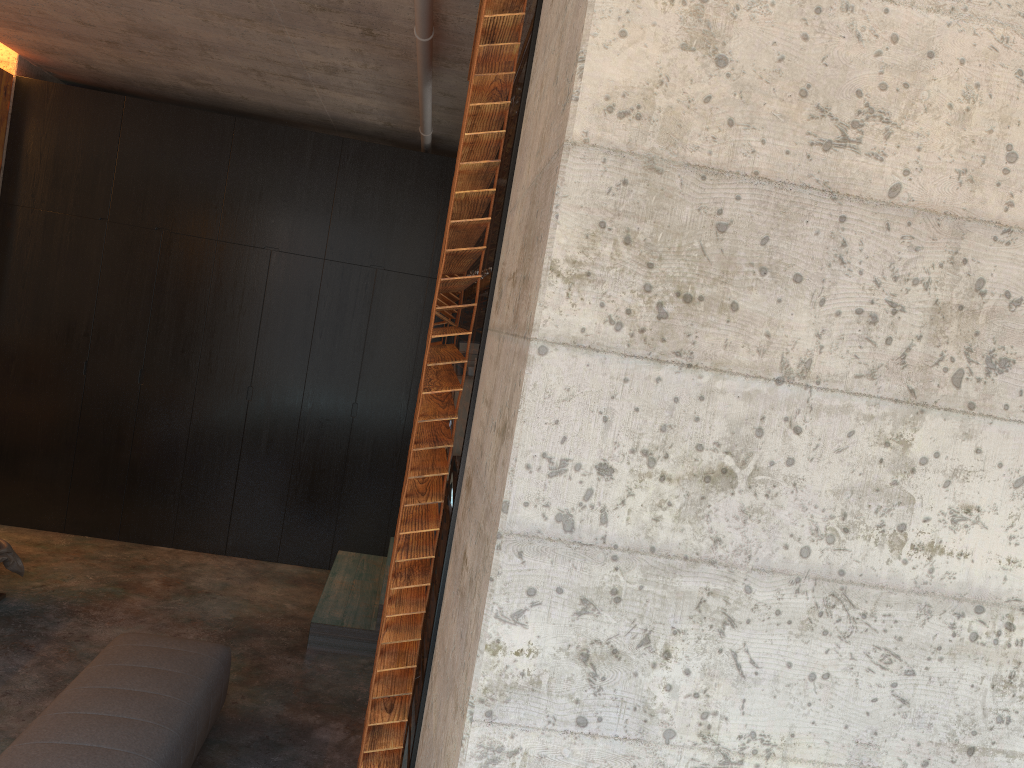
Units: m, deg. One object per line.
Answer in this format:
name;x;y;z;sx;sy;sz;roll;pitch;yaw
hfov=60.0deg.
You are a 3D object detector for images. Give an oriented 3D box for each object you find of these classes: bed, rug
bed;-3.650;0.763;3.616;2.293;0.651;2.287;9;3;-6
rug;-1.419;1.316;3.061;0.541;0.377;1.759;9;3;-6

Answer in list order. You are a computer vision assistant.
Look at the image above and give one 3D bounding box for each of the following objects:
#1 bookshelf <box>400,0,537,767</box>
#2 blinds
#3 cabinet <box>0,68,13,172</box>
bookshelf;0.106;0.006;3.043;0.628;2.571;2.900;9;3;-6
blinds;-0.275;0.138;3.013;0.136;3.160;2.915;9;3;-6
cabinet;-4.490;-0.711;5.754;1.907;3.018;0.267;9;3;-6
